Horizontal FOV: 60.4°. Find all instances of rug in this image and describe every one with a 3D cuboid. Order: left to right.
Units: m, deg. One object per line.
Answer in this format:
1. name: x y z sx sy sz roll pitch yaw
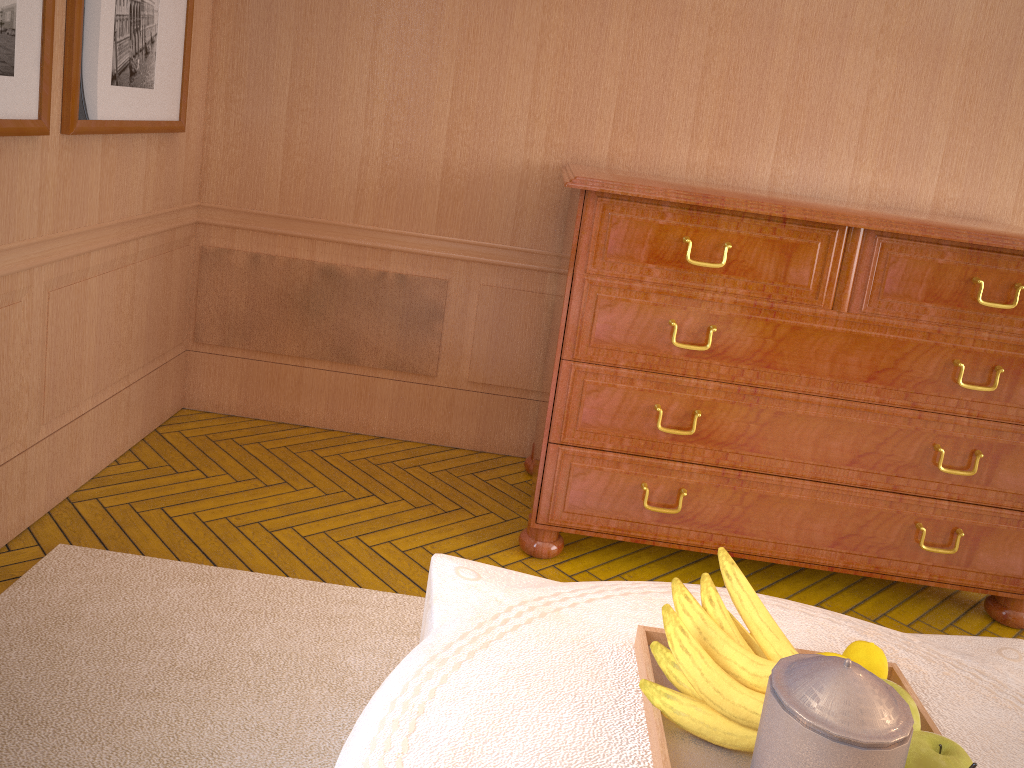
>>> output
1. rug: 1.769 2.161 0.948 7.953 0.019 6.156 8 17 1

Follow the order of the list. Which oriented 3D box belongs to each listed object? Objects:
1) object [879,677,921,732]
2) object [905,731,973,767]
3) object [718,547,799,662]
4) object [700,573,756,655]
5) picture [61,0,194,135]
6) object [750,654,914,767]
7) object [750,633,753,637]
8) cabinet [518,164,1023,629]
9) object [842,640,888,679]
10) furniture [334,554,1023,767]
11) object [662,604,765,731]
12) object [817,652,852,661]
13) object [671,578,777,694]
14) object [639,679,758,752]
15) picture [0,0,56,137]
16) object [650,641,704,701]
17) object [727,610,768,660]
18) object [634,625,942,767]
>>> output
1. object: 0.776 0.717 1.879 0.170 0.144 0.176 -5 19 -42
2. object: 0.830 0.774 1.730 0.159 0.132 0.159 9 14 5
3. object: 0.583 0.536 1.968 0.070 0.165 0.415 3 16 -22
4. object: 0.524 0.585 1.933 0.065 0.168 0.386 1 17 -32
5. picture: -1.856 -1.877 4.388 0.047 1.221 1.282 8 14 0
6. object: 0.548 0.657 1.536 0.234 0.384 0.240 0 14 -32
7. object: 0.603 0.648 2.104 0.114 0.131 0.110 -4 17 -42
8. cabinet: 1.515 -0.034 4.858 2.765 1.903 1.451 8 13 1
9. object: 0.836 0.678 2.094 0.114 0.131 0.110 -4 17 -42
10. furniture: 0.540 1.266 1.782 1.948 0.880 2.003 7 16 -2
11. object: 0.468 0.609 1.825 0.379 0.156 0.105 15 14 24
12. object: 0.748 0.684 2.054 0.134 0.108 0.113 9 14 3
13. object: 0.478 0.564 1.924 0.091 0.125 0.418 -2 19 -39
14. object: 0.458 0.663 1.820 0.394 0.182 0.072 12 12 15
15. picture: -1.915 -1.469 3.004 0.047 1.221 1.282 8 14 0
16. object: 0.474 0.647 1.882 0.399 0.178 0.062 17 14 29
17. object: 0.585 0.611 1.983 0.072 0.168 0.408 3 16 -23
18. object: 0.606 0.785 1.779 0.639 0.058 0.822 8 17 0
